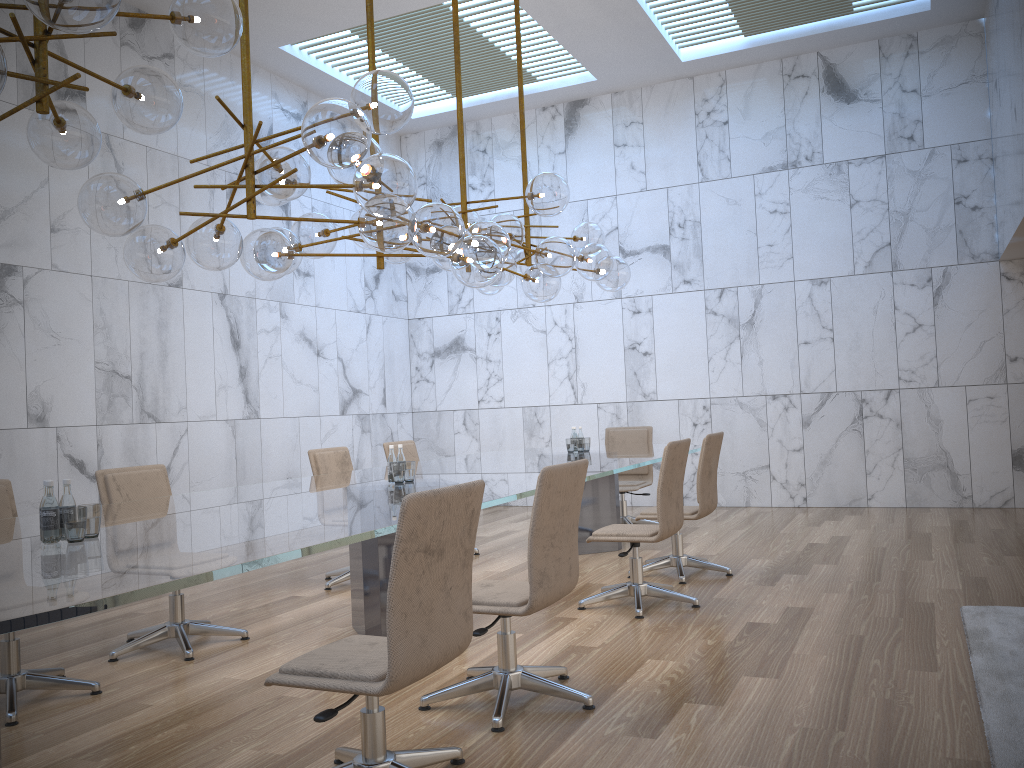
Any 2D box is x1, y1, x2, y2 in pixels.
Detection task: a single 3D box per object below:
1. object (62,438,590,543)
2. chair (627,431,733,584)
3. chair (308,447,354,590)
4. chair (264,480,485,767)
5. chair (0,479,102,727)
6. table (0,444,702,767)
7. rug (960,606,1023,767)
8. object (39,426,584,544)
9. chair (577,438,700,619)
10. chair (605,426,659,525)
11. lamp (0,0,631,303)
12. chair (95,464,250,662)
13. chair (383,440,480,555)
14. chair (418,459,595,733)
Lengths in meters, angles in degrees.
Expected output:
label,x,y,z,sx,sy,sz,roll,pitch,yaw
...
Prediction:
label,x,y,z,sx,sy,sz,roll,pitch,yaw
object,-0.478,0.504,5.343,0.183,0.117,5.112,-3,-2,25
chair,1.197,0.855,6.315,0.697,1.000,0.726,-3,-2,25
chair,-1.125,0.972,6.618,0.697,1.000,0.726,-3,-2,25
chair,-0.425,0.827,2.832,0.697,1.000,0.726,-3,-2,25
chair,-2.322,0.951,4.049,0.697,1.000,0.726,-3,-2,25
table,-0.617,0.979,5.064,2.092,0.835,7.924,-3,-2,25
rug,2.495,1.192,3.340,1.320,0.034,3.025,-3,-2,24
object,-0.519,0.459,5.377,0.124,0.213,5.189,-3,-2,25
chair,0.778,0.848,5.415,0.697,1.000,0.726,-3,-2,25
chair,1.091,0.931,8.743,0.726,1.000,0.697,-3,-2,25
lamp,-0.800,-1.830,5.040,1.557,2.716,5.672,-3,-2,25
chair,-1.905,0.958,4.945,0.697,1.000,0.726,-3,-2,25
chair,-0.703,0.979,7.525,0.697,1.000,0.726,-3,-2,25
chair,-0.003,0.834,3.738,0.697,1.000,0.726,-3,-2,25
